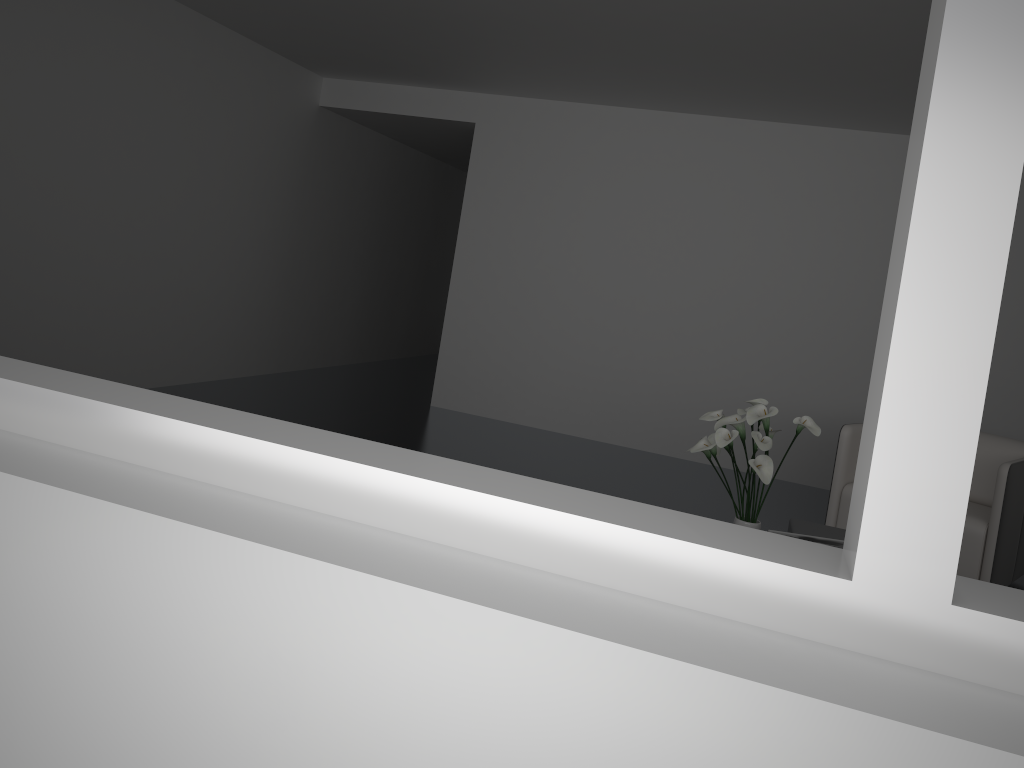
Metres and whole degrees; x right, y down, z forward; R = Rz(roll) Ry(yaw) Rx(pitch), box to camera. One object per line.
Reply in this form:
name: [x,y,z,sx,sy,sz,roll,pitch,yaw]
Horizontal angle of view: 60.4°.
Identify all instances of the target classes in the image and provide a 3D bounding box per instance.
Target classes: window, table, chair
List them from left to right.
table: [1.123,0.794,3.048,0.300,0.312,1.261,10,7,14]
chair: [2.154,0.559,4.445,0.776,0.659,0.914,13,6,40]
window: [0.452,-0.451,0.809,8.096,1.430,0.110,11,1,17]

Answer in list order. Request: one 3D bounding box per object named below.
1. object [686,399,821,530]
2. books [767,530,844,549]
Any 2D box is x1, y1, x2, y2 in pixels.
object: [0.891,0.458,3.475,0.446,0.795,0.379,9,2,-1]
books: [1.172,0.624,3.132,0.358,0.017,0.553,9,7,-4]
